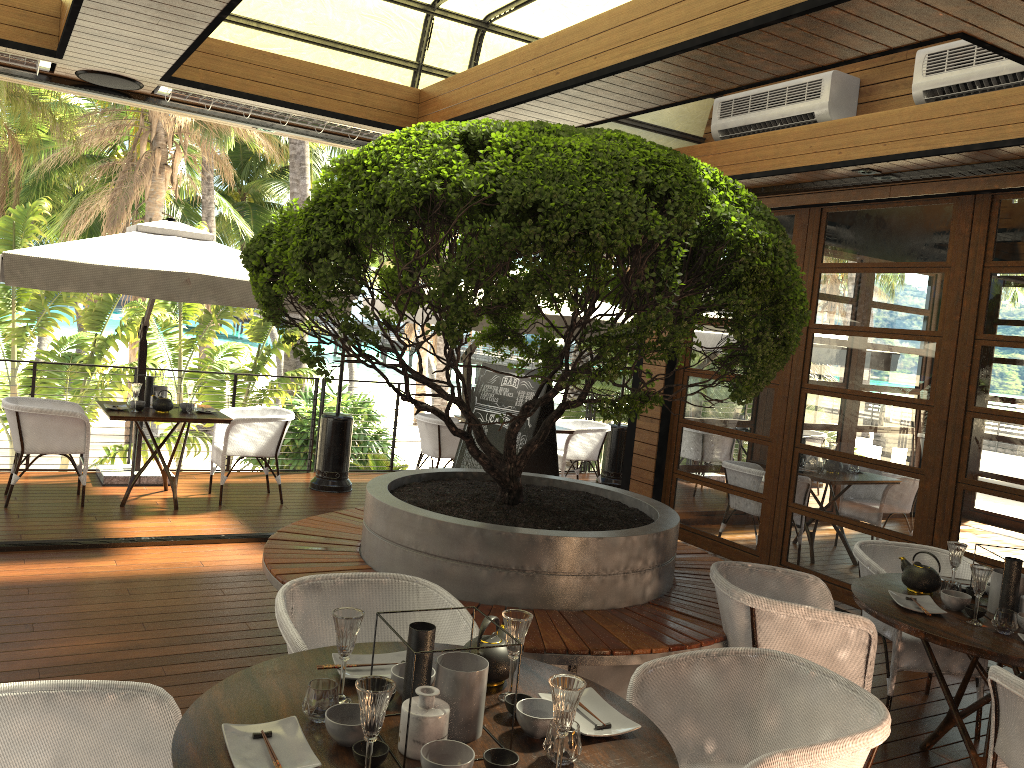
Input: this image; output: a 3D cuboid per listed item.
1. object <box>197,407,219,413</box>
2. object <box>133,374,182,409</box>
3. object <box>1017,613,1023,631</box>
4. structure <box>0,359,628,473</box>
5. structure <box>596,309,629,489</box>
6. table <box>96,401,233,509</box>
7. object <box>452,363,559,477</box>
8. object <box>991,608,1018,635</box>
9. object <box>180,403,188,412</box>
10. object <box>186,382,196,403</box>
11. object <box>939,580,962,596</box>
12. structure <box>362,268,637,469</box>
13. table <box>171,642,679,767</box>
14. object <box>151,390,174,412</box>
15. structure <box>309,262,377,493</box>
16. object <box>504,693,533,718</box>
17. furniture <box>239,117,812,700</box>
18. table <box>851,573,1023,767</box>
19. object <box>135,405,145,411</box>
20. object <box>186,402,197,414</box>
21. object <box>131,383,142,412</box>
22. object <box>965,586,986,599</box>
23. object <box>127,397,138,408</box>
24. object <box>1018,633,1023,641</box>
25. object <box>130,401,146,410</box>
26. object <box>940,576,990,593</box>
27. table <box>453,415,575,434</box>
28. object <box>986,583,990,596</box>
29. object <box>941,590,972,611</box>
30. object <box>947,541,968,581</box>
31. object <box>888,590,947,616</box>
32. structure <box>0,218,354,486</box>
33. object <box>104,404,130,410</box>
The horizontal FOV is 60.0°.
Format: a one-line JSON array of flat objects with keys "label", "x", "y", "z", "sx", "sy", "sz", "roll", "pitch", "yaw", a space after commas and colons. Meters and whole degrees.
[{"label": "object", "x": -2.595, "y": 0.220, "z": 7.500, "sx": 0.170, "sy": 0.025, "sz": 0.295, "roll": 4, "pitch": 4, "yaw": -31}, {"label": "object", "x": -2.986, "y": 0.063, "z": 7.470, "sx": 0.263, "sy": 0.264, "sz": 0.263, "roll": 7, "pitch": 3, "yaw": 14}, {"label": "object", "x": 2.015, "y": 0.934, "z": 3.425, "sx": 0.116, "sy": 0.065, "sz": 0.116, "roll": 5, "pitch": 4, "yaw": -20}, {"label": "structure", "x": -7.285, "y": 0.184, "z": 6.095, "sx": 26.251, "sy": 1.152, "sz": 0.164, "roll": 4, "pitch": 3, "yaw": -31}, {"label": "structure", "x": 1.274, "y": 0.097, "z": 10.226, "sx": 0.699, "sy": 2.190, "sz": 0.700, "roll": 3, "pitch": 4, "yaw": -43}, {"label": "table", "x": -2.922, "y": 0.586, "z": 7.346, "sx": 0.931, "sy": 0.748, "sz": 0.933, "roll": 4, "pitch": 4, "yaw": -31}, {"label": "object", "x": -0.037, "y": 0.555, "z": 7.354, "sx": 0.769, "sy": 1.396, "sz": 0.771, "roll": 9, "pitch": 4, "yaw": 43}, {"label": "object", "x": 1.890, "y": 0.912, "z": 3.400, "sx": 0.086, "sy": 0.086, "sz": 0.087, "roll": 3, "pitch": 4, "yaw": -36}, {"label": "object", "x": -2.703, "y": 0.197, "z": 7.377, "sx": 0.116, "sy": 0.065, "sz": 0.116, "roll": 4, "pitch": 4, "yaw": -33}, {"label": "object", "x": -2.741, "y": 0.098, "z": 7.537, "sx": 0.082, "sy": 0.227, "sz": 0.082, "roll": 4, "pitch": 3, "yaw": -30}, {"label": "object", "x": 1.869, "y": 0.885, "z": 3.773, "sx": 0.086, "sy": 0.086, "sz": 0.087, "roll": 4, "pitch": 4, "yaw": -31}, {"label": "structure", "x": -0.035, "y": -0.027, "z": 9.090, "sx": 2.412, "sy": 2.330, "sz": 2.417, "roll": 4, "pitch": 4, "yaw": -31}, {"label": "table", "x": -0.227, "y": 1.200, "z": 2.129, "sx": 1.167, "sy": 0.748, "sz": 1.166, "roll": 8, "pitch": 4, "yaw": 28}, {"label": "object", "x": -2.839, "y": 0.136, "z": 7.213, "sx": 0.168, "sy": 0.178, "sz": 0.163, "roll": 4, "pitch": 4, "yaw": -29}, {"label": "structure", "x": -1.632, "y": -0.085, "z": 8.478, "sx": 0.699, "sy": 2.190, "sz": 0.700, "roll": 3, "pitch": 4, "yaw": -43}, {"label": "object", "x": 0.018, "y": 0.819, "z": 2.246, "sx": 0.080, "sy": 0.042, "sz": 0.080, "roll": 7, "pitch": 4, "yaw": 24}, {"label": "furniture", "x": 0.075, "y": 0.106, "z": 4.509, "sx": 2.571, "sy": 2.720, "sz": 2.719, "roll": 7, "pitch": 3, "yaw": 24}, {"label": "table", "x": 1.981, "y": 1.324, "z": 3.675, "sx": 1.167, "sy": 0.748, "sz": 1.166, "roll": 8, "pitch": 4, "yaw": 28}, {"label": "object", "x": -2.993, "y": 0.196, "z": 7.122, "sx": 0.080, "sy": 0.042, "sz": 0.080, "roll": 7, "pitch": 4, "yaw": 20}, {"label": "object", "x": -2.632, "y": 0.199, "z": 7.291, "sx": 0.086, "sy": 0.086, "sz": 0.087, "roll": 4, "pitch": 4, "yaw": -26}, {"label": "object", "x": -2.987, "y": 0.106, "z": 7.037, "sx": 0.082, "sy": 0.227, "sz": 0.082, "roll": 3, "pitch": 4, "yaw": -42}, {"label": "object", "x": 2.024, "y": 0.917, "z": 3.876, "sx": 0.080, "sy": 0.042, "sz": 0.080, "roll": 6, "pitch": 3, "yaw": 3}, {"label": "object", "x": -3.115, "y": 0.150, "z": 7.288, "sx": 0.086, "sy": 0.086, "sz": 0.087, "roll": 4, "pitch": 4, "yaw": -26}, {"label": "object", "x": 2.038, "y": 0.968, "z": 3.243, "sx": 0.295, "sy": 0.025, "sz": 0.170, "roll": 6, "pitch": 4, "yaw": 4}, {"label": "object", "x": -3.043, "y": 0.174, "z": 7.205, "sx": 0.116, "sy": 0.065, "sz": 0.116, "roll": 4, "pitch": 4, "yaw": -33}, {"label": "object", "x": 2.069, "y": 0.919, "z": 4.042, "sx": 0.295, "sy": 0.025, "sz": 0.170, "roll": 6, "pitch": 4, "yaw": 4}, {"label": "table", "x": -0.026, "y": 0.767, "z": 9.088, "sx": 0.931, "sy": 0.748, "sz": 0.933, "roll": 4, "pitch": 4, "yaw": -31}, {"label": "object", "x": 2.127, "y": 0.917, "z": 3.867, "sx": 0.116, "sy": 0.065, "sz": 0.116, "roll": 5, "pitch": 4, "yaw": -20}, {"label": "object", "x": 1.832, "y": 0.900, "z": 3.665, "sx": 0.116, "sy": 0.065, "sz": 0.116, "roll": 8, "pitch": 4, "yaw": 30}, {"label": "object", "x": 1.944, "y": 0.811, "z": 3.897, "sx": 0.082, "sy": 0.227, "sz": 0.082, "roll": 5, "pitch": 3, "yaw": -7}, {"label": "object", "x": 1.660, "y": 0.905, "z": 3.622, "sx": 0.170, "sy": 0.025, "sz": 0.295, "roll": 6, "pitch": 4, "yaw": 9}, {"label": "structure", "x": -2.923, "y": -0.207, "z": 7.353, "sx": 2.412, "sy": 2.330, "sz": 2.417, "roll": 4, "pitch": 4, "yaw": -31}, {"label": "object", "x": -3.154, "y": 0.190, "z": 7.084, "sx": 0.170, "sy": 0.025, "sz": 0.295, "roll": 4, "pitch": 4, "yaw": -31}]
